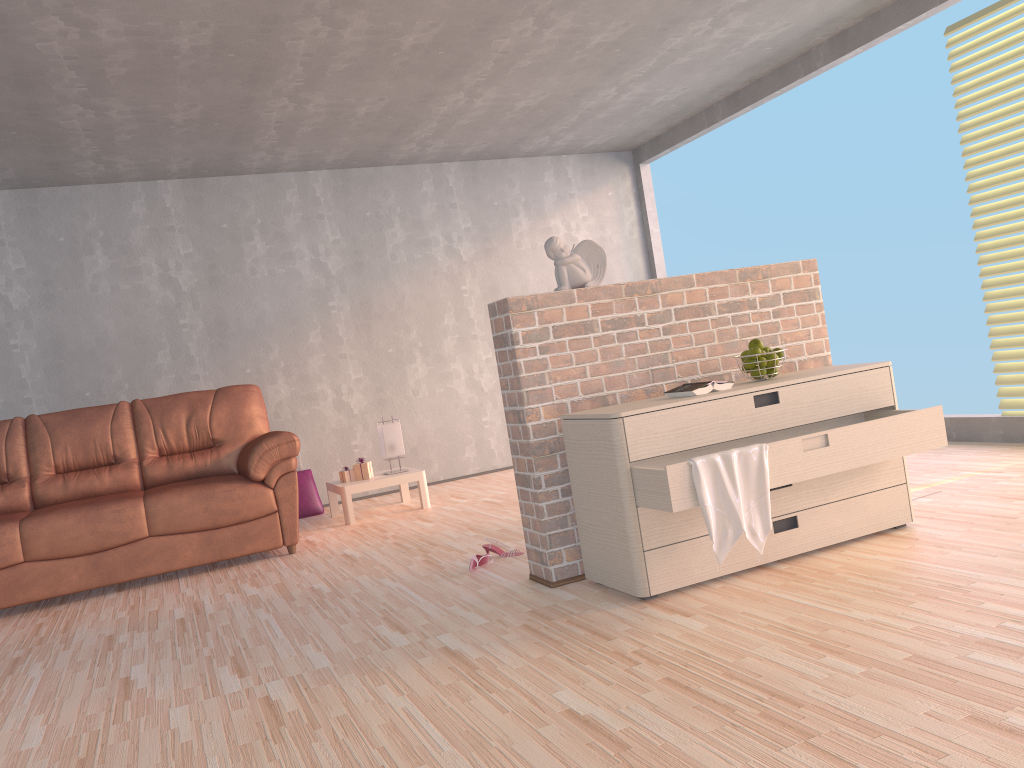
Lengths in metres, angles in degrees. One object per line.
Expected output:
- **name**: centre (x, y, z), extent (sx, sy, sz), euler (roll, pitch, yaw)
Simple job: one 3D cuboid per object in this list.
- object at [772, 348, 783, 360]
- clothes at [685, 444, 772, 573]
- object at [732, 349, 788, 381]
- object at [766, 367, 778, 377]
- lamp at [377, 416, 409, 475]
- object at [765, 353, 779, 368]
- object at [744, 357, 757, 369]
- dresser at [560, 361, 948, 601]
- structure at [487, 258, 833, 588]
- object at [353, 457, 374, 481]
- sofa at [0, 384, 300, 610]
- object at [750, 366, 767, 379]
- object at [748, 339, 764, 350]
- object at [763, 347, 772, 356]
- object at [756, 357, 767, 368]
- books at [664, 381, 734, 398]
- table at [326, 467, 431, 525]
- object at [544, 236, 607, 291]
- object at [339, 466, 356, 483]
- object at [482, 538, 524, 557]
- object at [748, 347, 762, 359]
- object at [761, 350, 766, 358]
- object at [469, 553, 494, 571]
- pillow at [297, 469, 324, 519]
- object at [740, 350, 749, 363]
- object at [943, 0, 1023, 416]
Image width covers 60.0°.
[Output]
- **object**: centre (0.986, -0.110, 3.292), extent (0.047, 0.047, 0.046), euler (-9, 1, 15)
- **clothes**: centre (0.687, 0.384, 2.723), extent (0.325, 0.369, 0.097), euler (-9, 1, -21)
- **object**: centre (0.931, -0.065, 3.309), extent (0.202, 0.104, 0.202), euler (-10, 1, -29)
- **object**: centre (0.966, -0.048, 3.305), extent (0.046, 0.048, 0.048), euler (-10, 1, -34)
- **lamp**: centre (-0.788, 0.399, 5.811), extent (0.140, 0.376, 0.140), euler (-9, 1, -22)
- **object**: centre (0.955, -0.087, 3.267), extent (0.057, 0.057, 0.057), euler (-9, 1, 11)
- **object**: centre (0.880, -0.078, 3.276), extent (0.046, 0.044, 0.046), euler (-10, 1, -26)
- **dresser**: centre (1.102, 0.273, 3.207), extent (1.686, 0.612, 0.605), euler (-9, 1, -22)
- **structure**: centre (0.670, 0.108, 3.540), extent (1.422, 1.057, 0.211), euler (-9, 1, -22)
- **object**: centre (-0.958, 0.540, 5.701), extent (0.099, 0.147, 0.102), euler (-9, 1, 7)
- **sofa**: centre (-2.294, 0.575, 4.778), extent (2.202, 0.923, 0.981), euler (-9, 1, -22)
- **object**: centre (0.914, -0.045, 3.289), extent (0.060, 0.055, 0.059), euler (-8, 1, 23)
- **object**: centre (0.911, -0.141, 3.312), extent (0.054, 0.056, 0.054), euler (-9, 1, -22)
- **object**: centre (0.954, -0.118, 3.322), extent (0.043, 0.043, 0.039), euler (-10, 1, -37)
- **object**: centre (0.917, -0.079, 3.252), extent (0.038, 0.040, 0.039), euler (-9, 1, -14)
- **books**: centre (0.661, 0.014, 3.131), extent (0.209, 0.040, 0.146), euler (-10, 1, -32)
- **table**: centre (-0.883, 0.722, 5.800), extent (0.548, 0.241, 0.548), euler (-9, 1, -22)
- **object**: centre (0.236, -0.463, 3.384), extent (0.216, 0.218, 0.131), euler (-10, 1, -23)
- **object**: centre (-1.044, 0.577, 5.742), extent (0.080, 0.105, 0.152), euler (-8, 1, 36)
- **object**: centre (-0.043, 0.709, 3.865), extent (0.188, 0.085, 0.069), euler (-9, 1, 17)
- **object**: centre (0.892, -0.113, 3.256), extent (0.046, 0.045, 0.046), euler (-10, 1, -23)
- **object**: centre (0.922, -0.106, 3.283), extent (0.039, 0.038, 0.039), euler (-9, 1, 7)
- **object**: centre (-0.133, 0.737, 3.709), extent (0.078, 0.066, 0.192), euler (-9, 1, 14)
- **pillow**: centre (-1.510, 0.778, 6.173), extent (0.327, 0.326, 0.241), euler (-10, 1, -28)
- **object**: centre (0.881, -0.101, 3.320), extent (0.049, 0.053, 0.054), euler (-9, 1, 9)
- **object**: centre (3.278, -0.933, 2.694), extent (0.044, 2.114, 4.372), euler (-9, 1, -22)
